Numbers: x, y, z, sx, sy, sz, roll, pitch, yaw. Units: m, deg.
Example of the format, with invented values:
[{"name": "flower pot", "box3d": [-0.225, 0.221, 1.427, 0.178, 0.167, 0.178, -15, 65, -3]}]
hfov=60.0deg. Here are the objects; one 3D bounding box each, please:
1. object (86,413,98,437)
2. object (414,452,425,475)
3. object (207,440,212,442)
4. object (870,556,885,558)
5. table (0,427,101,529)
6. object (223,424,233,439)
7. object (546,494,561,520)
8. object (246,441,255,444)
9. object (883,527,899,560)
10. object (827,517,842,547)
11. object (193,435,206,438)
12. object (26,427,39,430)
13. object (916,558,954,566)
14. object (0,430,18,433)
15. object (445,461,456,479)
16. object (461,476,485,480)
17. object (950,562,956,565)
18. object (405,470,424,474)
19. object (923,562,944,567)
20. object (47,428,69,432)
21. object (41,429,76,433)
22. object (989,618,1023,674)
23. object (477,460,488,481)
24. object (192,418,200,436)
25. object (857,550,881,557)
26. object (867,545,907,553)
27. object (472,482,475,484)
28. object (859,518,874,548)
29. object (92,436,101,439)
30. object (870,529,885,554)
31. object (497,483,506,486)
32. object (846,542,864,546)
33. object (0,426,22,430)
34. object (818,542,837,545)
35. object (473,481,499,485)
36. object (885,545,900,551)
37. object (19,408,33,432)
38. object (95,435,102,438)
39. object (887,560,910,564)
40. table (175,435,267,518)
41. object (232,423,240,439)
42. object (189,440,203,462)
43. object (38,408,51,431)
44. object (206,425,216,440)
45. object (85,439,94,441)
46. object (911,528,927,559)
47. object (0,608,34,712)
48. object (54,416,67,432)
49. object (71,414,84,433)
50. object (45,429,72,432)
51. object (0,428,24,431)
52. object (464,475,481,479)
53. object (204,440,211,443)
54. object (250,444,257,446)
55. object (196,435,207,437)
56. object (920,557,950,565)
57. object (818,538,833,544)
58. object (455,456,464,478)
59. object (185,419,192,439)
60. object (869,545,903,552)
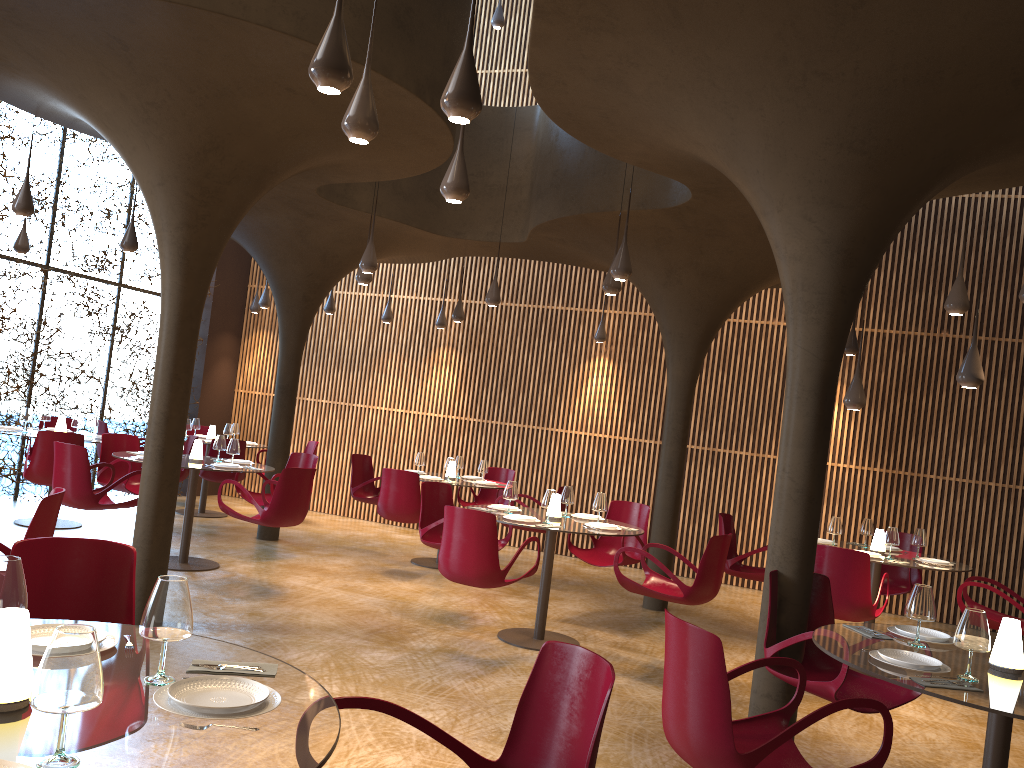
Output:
[{"name": "object", "box3d": [-5.346, 0.526, 11.286, 0.142, 0.295, 0.142, 8, -1, -29]}, {"name": "object", "box3d": [-1.206, 1.044, 11.579, 0.142, 0.295, 0.142, 7, -1, -7]}, {"name": "object", "box3d": [-4.353, 0.848, 13.032, 0.263, 0.029, 0.263, 6, -2, 14]}, {"name": "object", "box3d": [3.303, 1.596, 8.277, 0.332, 0.014, 0.331, 9, -3, -41]}, {"name": "table", "box3d": [-5.708, 1.189, 11.054, 1.674, 1.130, 1.671, 8, -2, -27]}, {"name": "object", "box3d": [-4.244, 0.742, 13.247, 0.142, 0.295, 0.142, 7, -1, -19]}, {"name": "object", "box3d": [0.395, 1.129, 8.182, 0.142, 0.232, 0.144, 7, -1, -4]}, {"name": "object", "box3d": [-4.083, 0.907, 13.659, 0.263, 0.029, 0.263, 6, -3, 24]}, {"name": "object", "box3d": [3.550, 1.489, 8.301, 0.141, 0.295, 0.142, 6, -1, 30]}, {"name": "object", "box3d": [3.197, 1.466, 8.784, 0.142, 0.295, 0.142, 7, -1, -20]}, {"name": "object", "box3d": [-4.843, 0.836, 13.957, 0.331, 0.014, 0.332, 6, -2, 13]}, {"name": "object", "box3d": [-6.183, 0.574, 11.427, 0.126, 0.017, 0.262, 8, -3, -22]}, {"name": "object", "box3d": [3.978, 1.681, 8.347, 0.331, 0.014, 0.332, 7, -2, 10]}, {"name": "object", "box3d": [-6.021, 0.557, 10.532, 0.262, 0.017, 0.126, 8, -3, -24]}, {"name": "object", "box3d": [-0.794, 1.126, 11.611, 0.142, 0.232, 0.144, 7, -1, 6]}, {"name": "object", "box3d": [-0.529, 1.284, 12.059, 0.331, 0.014, 0.332, 6, -2, 19]}, {"name": "object", "box3d": [4.153, 1.720, 8.592, 0.261, 0.017, 0.127, 5, -3, 33]}, {"name": "object", "box3d": [-1.299, 1.170, 11.796, 0.263, 0.029, 0.263, 8, -3, -33]}, {"name": "object", "box3d": [3.976, 1.682, 8.343, 0.204, 0.012, 0.411, 6, -3, 28]}, {"name": "object", "box3d": [-5.897, 0.596, 11.524, 0.263, 0.029, 0.263, 8, -3, -31]}, {"name": "object", "box3d": [-5.894, 0.608, 11.526, 0.411, 0.012, 0.204, 8, -3, -26]}, {"name": "object", "box3d": [2.256, 1.184, 4.026, 0.144, 0.232, 0.142, 7, -1, -21]}, {"name": "object", "box3d": [-0.384, 1.146, 11.630, 0.142, 0.295, 0.142, 8, -1, -26]}, {"name": "object", "box3d": [-4.907, 0.681, 13.740, 0.142, 0.295, 0.142, 7, -1, 22]}, {"name": "object", "box3d": [3.304, 1.586, 8.278, 0.263, 0.029, 0.263, 6, -3, 26]}, {"name": "object", "box3d": [3.864, 1.702, 9.158, 0.410, 0.012, 0.205, 5, -3, 34]}, {"name": "object", "box3d": [-0.338, 1.282, 11.399, 0.204, 0.012, 0.411, 6, -3, 28]}, {"name": "object", "box3d": [3.649, 1.535, 9.125, 0.142, 0.295, 0.142, 7, -1, 4]}, {"name": "object", "box3d": [-5.138, 0.686, 11.226, 0.331, 0.014, 0.332, 6, -2, 14]}, {"name": "object", "box3d": [3.602, 1.543, 8.707, 0.144, 0.232, 0.142, 7, -1, 17]}, {"name": "object", "box3d": [-0.165, 1.319, 11.651, 0.261, 0.017, 0.127, 6, -3, 32]}, {"name": "object", "box3d": [3.635, 1.689, 9.361, 0.126, 0.017, 0.262, 5, -3, 38]}, {"name": "object", "box3d": [-6.123, 0.539, 10.816, 0.263, 0.029, 0.263, 7, -2, -7]}, {"name": "object", "box3d": [3.137, 1.606, 9.011, 0.332, 0.014, 0.331, 9, -3, -40]}, {"name": "object", "box3d": [-0.337, 1.281, 11.403, 0.331, 0.014, 0.332, 5, -3, 45]}, {"name": "object", "box3d": [3.862, 1.691, 9.160, 0.263, 0.029, 0.263, 9, -3, -42]}, {"name": "object", "box3d": [-5.888, 0.437, 10.743, 0.142, 0.295, 0.142, 7, -1, 20]}, {"name": "object", "box3d": [-5.137, 0.677, 11.226, 0.263, 0.029, 0.263, 6, -2, 14]}, {"name": "object", "box3d": [3.512, 1.620, 8.061, 0.126, 0.017, 0.262, 5, -3, 42]}, {"name": "table", "box3d": [-4.654, 1.419, 13.486, 1.674, 1.130, 1.671, 8, -2, -27]}, {"name": "object", "box3d": [-4.291, 0.755, 13.719, 0.141, 0.295, 0.142, 6, -1, 39]}, {"name": "object", "box3d": [-3.422, 0.723, 9.638, 0.142, 0.232, 0.144, 8, -1, -24]}, {"name": "object", "box3d": [-5.961, 0.451, 11.307, 0.141, 0.295, 0.142, 6, -1, 33]}, {"name": "object", "box3d": [-4.571, 0.743, 13.496, 0.144, 0.232, 0.142, 7, -1, -4]}, {"name": "object", "box3d": [-5.120, 0.673, 10.677, 0.126, 0.017, 0.262, 8, -2, -18]}, {"name": "object", "box3d": [3.934, 1.548, 8.575, 0.142, 0.295, 0.142, 7, -1, 9]}, {"name": "object", "box3d": [-1.256, 0.679, 2.204, 0.142, 0.232, 0.144, 7, -1, -19]}, {"name": "object", "box3d": [-5.626, 0.513, 11.063, 0.142, 0.232, 0.144, 7, -1, -14]}, {"name": "object", "box3d": [-5.298, 0.512, 10.814, 0.141, 0.295, 0.142, 6, -1, 37]}, {"name": "object", "box3d": [-5.898, 0.606, 11.524, 0.331, 0.014, 0.332, 6, -2, 13]}, {"name": "object", "box3d": [-6.124, 0.549, 10.816, 0.332, 0.014, 0.332, 7, -2, 2]}, {"name": "object", "box3d": [-0.528, 1.275, 12.059, 0.263, 0.029, 0.263, 6, -3, 32]}, {"name": "object", "box3d": [-4.354, 0.857, 13.032, 0.331, 0.014, 0.332, 5, -3, 40]}, {"name": "object", "box3d": [-4.081, 0.918, 13.655, 0.204, 0.012, 0.410, 8, -3, -32]}, {"name": "object", "box3d": [-4.842, 0.826, 13.957, 0.263, 0.029, 0.263, 8, -3, -25]}, {"name": "object", "box3d": [3.979, 1.672, 8.348, 0.263, 0.029, 0.263, 6, -2, 17]}, {"name": "object", "box3d": [3.138, 1.597, 9.011, 0.263, 0.029, 0.263, 5, -3, 34]}, {"name": "object", "box3d": [-0.721, 1.119, 11.961, 0.142, 0.295, 0.142, 7, -1, 21]}, {"name": "object", "box3d": [-4.834, 0.667, 13.176, 0.142, 0.295, 0.142, 7, -1, 20]}, {"name": "object", "box3d": [3.860, 1.701, 9.160, 0.332, 0.014, 0.331, 8, -3, -32]}]
